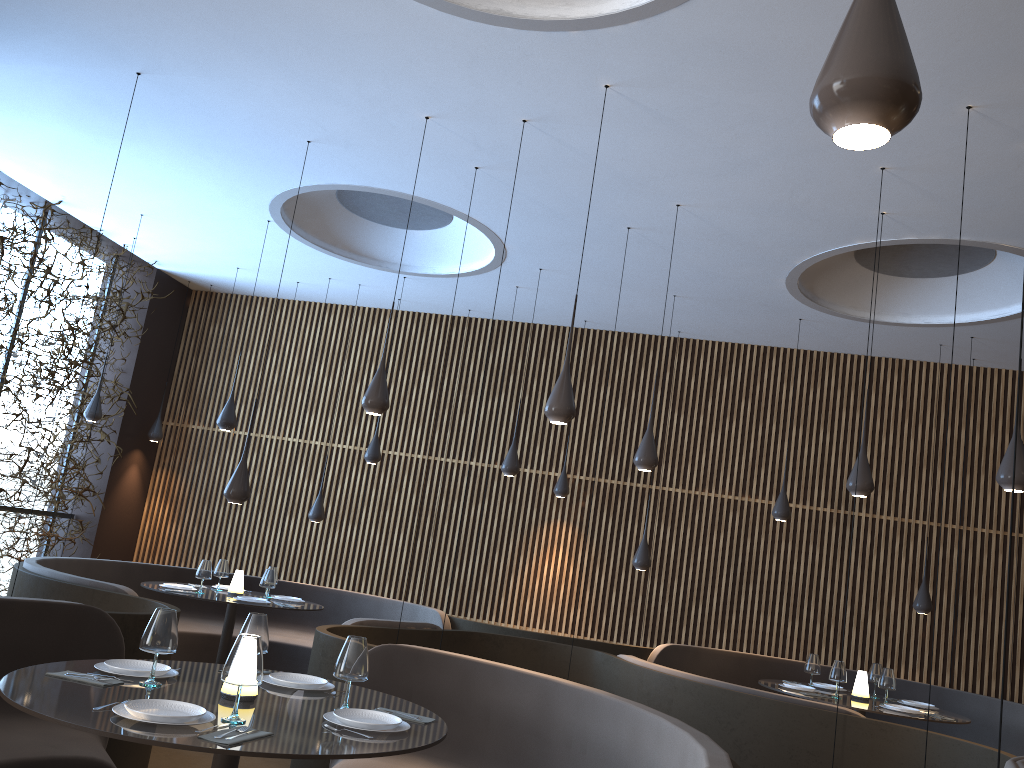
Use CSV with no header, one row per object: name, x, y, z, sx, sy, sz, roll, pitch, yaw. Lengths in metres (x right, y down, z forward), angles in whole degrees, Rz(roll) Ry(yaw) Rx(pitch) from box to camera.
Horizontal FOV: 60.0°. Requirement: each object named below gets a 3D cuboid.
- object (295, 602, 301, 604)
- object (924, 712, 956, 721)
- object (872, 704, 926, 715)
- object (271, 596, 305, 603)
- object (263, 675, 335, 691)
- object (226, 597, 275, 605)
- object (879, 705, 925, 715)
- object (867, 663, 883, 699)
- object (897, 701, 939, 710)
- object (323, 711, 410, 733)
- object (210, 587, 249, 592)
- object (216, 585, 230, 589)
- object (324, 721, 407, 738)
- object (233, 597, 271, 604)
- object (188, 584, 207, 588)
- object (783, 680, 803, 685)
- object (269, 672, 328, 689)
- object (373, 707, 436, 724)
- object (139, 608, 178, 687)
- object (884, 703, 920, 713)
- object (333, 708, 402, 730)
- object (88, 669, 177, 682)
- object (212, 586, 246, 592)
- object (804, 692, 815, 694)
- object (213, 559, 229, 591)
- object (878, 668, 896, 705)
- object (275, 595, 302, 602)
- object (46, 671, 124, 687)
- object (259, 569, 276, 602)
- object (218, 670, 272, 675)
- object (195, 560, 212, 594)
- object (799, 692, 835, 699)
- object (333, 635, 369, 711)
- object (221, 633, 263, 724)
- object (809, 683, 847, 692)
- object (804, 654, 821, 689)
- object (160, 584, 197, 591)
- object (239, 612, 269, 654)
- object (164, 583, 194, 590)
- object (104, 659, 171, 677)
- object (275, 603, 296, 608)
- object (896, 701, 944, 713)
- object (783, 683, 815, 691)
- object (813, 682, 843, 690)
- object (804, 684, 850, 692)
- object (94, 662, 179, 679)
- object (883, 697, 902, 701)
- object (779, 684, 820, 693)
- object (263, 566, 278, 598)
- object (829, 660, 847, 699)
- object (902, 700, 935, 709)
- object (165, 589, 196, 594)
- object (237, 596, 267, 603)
object,-2.176,2.100,8.615,0.205,0.012,0.411,14,-13,-26
object,3.378,2.633,7.015,0.126,0.017,0.263,10,-11,-5
object,3.076,2.578,7.006,0.411,0.012,0.205,11,-11,-9
object,-2.179,2.099,8.619,0.332,0.014,0.333,9,-11,-3
object,-0.965,1.349,3.993,0.331,0.014,0.333,2,-13,29
object,-2.320,1.931,7.892,0.412,0.012,0.204,16,-13,-32
object,3.081,2.578,7.007,0.332,0.014,0.333,-2,-15,42
object,3.236,2.640,7.889,0.142,0.294,0.142,18,-13,-41
object,3.485,2.762,7.609,0.332,0.014,0.333,9,-11,-3
object,-0.551,1.286,3.367,0.331,0.014,0.333,4,-12,20
object,-2.820,2.047,8.842,0.412,0.012,0.204,17,-14,-36
object,-2.821,2.035,8.841,0.263,0.029,0.264,8,-11,3
object,-0.552,1.286,3.362,0.204,0.012,0.413,6,-12,13
object,-2.317,1.931,7.895,0.332,0.014,0.333,9,-11,-2
object,-3.082,1.983,8.693,0.127,0.017,0.262,16,-13,-32
object,2.555,2.712,8.028,0.126,0.017,0.263,9,-11,-1
object,-0.963,1.340,3.994,0.263,0.029,0.264,7,-11,7
object,-0.454,1.364,3.644,0.261,0.017,0.127,5,-12,17
object,-1.411,1.048,3.538,0.142,0.294,0.142,13,-11,-21
object,3.082,2.569,7.009,0.263,0.029,0.264,8,-11,1
object,-0.550,1.277,3.368,0.263,0.029,0.264,3,-13,27
object,-1.567,1.201,3.708,0.204,0.012,0.413,7,-11,9
object,-2.823,2.045,8.839,0.331,0.014,0.333,7,-11,9
object,2.428,2.581,7.511,0.204,0.012,0.412,12,-12,-15
object,-2.836,1.861,8.636,0.142,0.294,0.142,7,-10,11
object,3.116,2.516,7.368,0.142,0.294,0.142,1,-13,38
object,-2.177,2.089,8.621,0.263,0.029,0.264,9,-11,0
object,-1.646,1.136,3.416,0.262,0.017,0.127,6,-12,13
object,-2.246,1.851,8.141,0.142,0.294,0.142,8,-10,4
object,-1.238,1.341,4.122,0.126,0.017,0.263,4,-12,22
object,-2.793,1.744,8.026,0.142,0.294,0.142,8,-10,6
object,2.476,2.534,7.211,0.262,0.017,0.127,11,-11,-11
object,-0.652,1.175,3.588,0.142,0.294,0.142,12,-11,-17
object,-0.951,1.035,3.122,0.142,0.294,0.142,14,-11,-27
object,2.855,2.748,8.019,0.333,0.014,0.332,18,-15,-39
object,2.653,2.539,7.833,0.142,0.294,0.142,0,-14,42
object,-3.037,1.855,8.064,0.331,0.014,0.333,7,-11,9
object,-1.151,1.165,3.919,0.142,0.294,0.142,2,-12,32
object,-3.035,1.846,8.066,0.264,0.029,0.263,19,-15,-41
object,-1.566,1.189,3.705,0.263,0.029,0.264,13,-12,-22
object,-2.050,2.005,8.019,0.127,0.017,0.262,15,-13,-28
object,3.486,2.762,7.604,0.204,0.012,0.412,11,-12,-11
object,2.432,2.570,7.509,0.263,0.029,0.264,5,-12,18
object,2.857,2.739,8.021,0.264,0.029,0.263,19,-15,-42
object,2.860,2.750,8.020,0.411,0.012,0.205,10,-11,-6
object,-1.567,1.199,3.703,0.331,0.014,0.333,5,-12,19
object,3.459,2.825,7.905,0.262,0.017,0.127,10,-11,-7
object,2.430,2.580,7.507,0.332,0.014,0.333,9,-11,-1
object,-2.377,1.948,8.719,0.142,0.294,0.142,16,-12,-35
object,2.703,2.450,7.353,0.142,0.294,0.142,9,-10,-1
object,3.487,2.752,7.611,0.263,0.029,0.264,6,-12,16
object,-2.913,1.826,7.789,0.262,0.017,0.127,14,-13,-26
object,-2.315,1.922,7.897,0.263,0.029,0.264,5,-12,17
